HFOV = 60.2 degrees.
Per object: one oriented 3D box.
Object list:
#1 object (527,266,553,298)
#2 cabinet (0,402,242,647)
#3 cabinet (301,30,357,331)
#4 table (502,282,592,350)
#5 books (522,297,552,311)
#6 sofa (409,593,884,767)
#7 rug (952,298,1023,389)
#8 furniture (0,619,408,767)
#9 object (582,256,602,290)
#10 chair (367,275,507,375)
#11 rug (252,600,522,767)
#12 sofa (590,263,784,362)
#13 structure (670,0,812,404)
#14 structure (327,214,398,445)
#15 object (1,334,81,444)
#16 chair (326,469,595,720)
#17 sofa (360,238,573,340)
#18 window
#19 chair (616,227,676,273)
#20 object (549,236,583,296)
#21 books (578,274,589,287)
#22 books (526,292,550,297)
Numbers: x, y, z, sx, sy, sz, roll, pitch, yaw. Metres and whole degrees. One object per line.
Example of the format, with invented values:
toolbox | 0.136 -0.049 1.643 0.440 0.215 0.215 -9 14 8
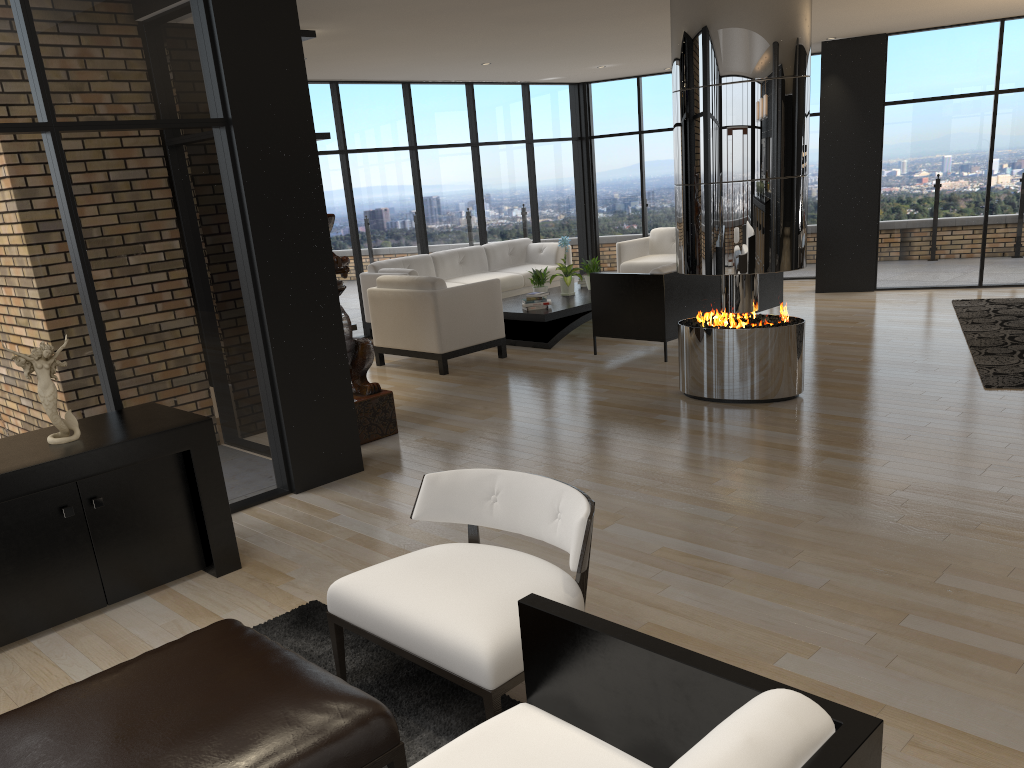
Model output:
object | 0.291 -1.056 9.292 0.284 0.380 0.209 -2 17 9
cabinet | -2.588 0.813 3.269 2.990 0.760 0.615 -18 20 -42
cabinet | -2.615 -1.194 7.251 1.166 2.814 2.636 -21 22 -41
table | 0.585 -0.782 9.618 1.253 0.361 1.999 9 19 45
books | 0.248 -0.820 8.852 0.307 0.130 0.218 -6 15 -5
sofa | -0.357 1.078 1.200 1.999 0.825 0.830 -18 20 -42
rug | 5.181 -0.412 7.127 2.714 0.011 3.632 1 15 23
furniture | -0.850 1.033 2.278 0.820 0.496 0.814 10 21 44
object | 0.891 -1.241 9.839 0.284 0.380 0.209 2 18 23
chair | -0.705 -0.635 8.368 0.992 0.878 0.840 10 22 44
rug | -1.043 1.386 1.918 2.985 0.012 2.458 -17 18 -42
sofa | 1.713 -0.844 8.463 1.999 0.825 0.830 -18 20 -42
structure | 1.545 -1.262 5.995 0.888 2.815 0.573 6 21 32
structure | -1.297 -0.408 6.021 0.724 1.636 0.508 12 24 43
object | -1.930 0.022 3.695 0.252 0.471 0.104 -20 23 -40
chair | -0.106 0.712 2.925 0.798 0.693 0.673 10 22 44
sofa | -0.446 -1.179 10.545 2.651 0.878 0.846 -18 20 -42
window | 0.235 -1.830 4.309 10.087 4.913 15.549 4 16 32
chair | 1.921 -1.458 10.833 0.992 0.878 0.840 10 22 44
object | 0.600 -1.276 9.508 0.353 0.648 0.363 -13 18 -24
books | 0.887 -1.211 10.242 0.224 0.129 0.300 -2 15 13
books | 0.258 -0.895 8.826 0.184 0.027 0.151 5 17 36
